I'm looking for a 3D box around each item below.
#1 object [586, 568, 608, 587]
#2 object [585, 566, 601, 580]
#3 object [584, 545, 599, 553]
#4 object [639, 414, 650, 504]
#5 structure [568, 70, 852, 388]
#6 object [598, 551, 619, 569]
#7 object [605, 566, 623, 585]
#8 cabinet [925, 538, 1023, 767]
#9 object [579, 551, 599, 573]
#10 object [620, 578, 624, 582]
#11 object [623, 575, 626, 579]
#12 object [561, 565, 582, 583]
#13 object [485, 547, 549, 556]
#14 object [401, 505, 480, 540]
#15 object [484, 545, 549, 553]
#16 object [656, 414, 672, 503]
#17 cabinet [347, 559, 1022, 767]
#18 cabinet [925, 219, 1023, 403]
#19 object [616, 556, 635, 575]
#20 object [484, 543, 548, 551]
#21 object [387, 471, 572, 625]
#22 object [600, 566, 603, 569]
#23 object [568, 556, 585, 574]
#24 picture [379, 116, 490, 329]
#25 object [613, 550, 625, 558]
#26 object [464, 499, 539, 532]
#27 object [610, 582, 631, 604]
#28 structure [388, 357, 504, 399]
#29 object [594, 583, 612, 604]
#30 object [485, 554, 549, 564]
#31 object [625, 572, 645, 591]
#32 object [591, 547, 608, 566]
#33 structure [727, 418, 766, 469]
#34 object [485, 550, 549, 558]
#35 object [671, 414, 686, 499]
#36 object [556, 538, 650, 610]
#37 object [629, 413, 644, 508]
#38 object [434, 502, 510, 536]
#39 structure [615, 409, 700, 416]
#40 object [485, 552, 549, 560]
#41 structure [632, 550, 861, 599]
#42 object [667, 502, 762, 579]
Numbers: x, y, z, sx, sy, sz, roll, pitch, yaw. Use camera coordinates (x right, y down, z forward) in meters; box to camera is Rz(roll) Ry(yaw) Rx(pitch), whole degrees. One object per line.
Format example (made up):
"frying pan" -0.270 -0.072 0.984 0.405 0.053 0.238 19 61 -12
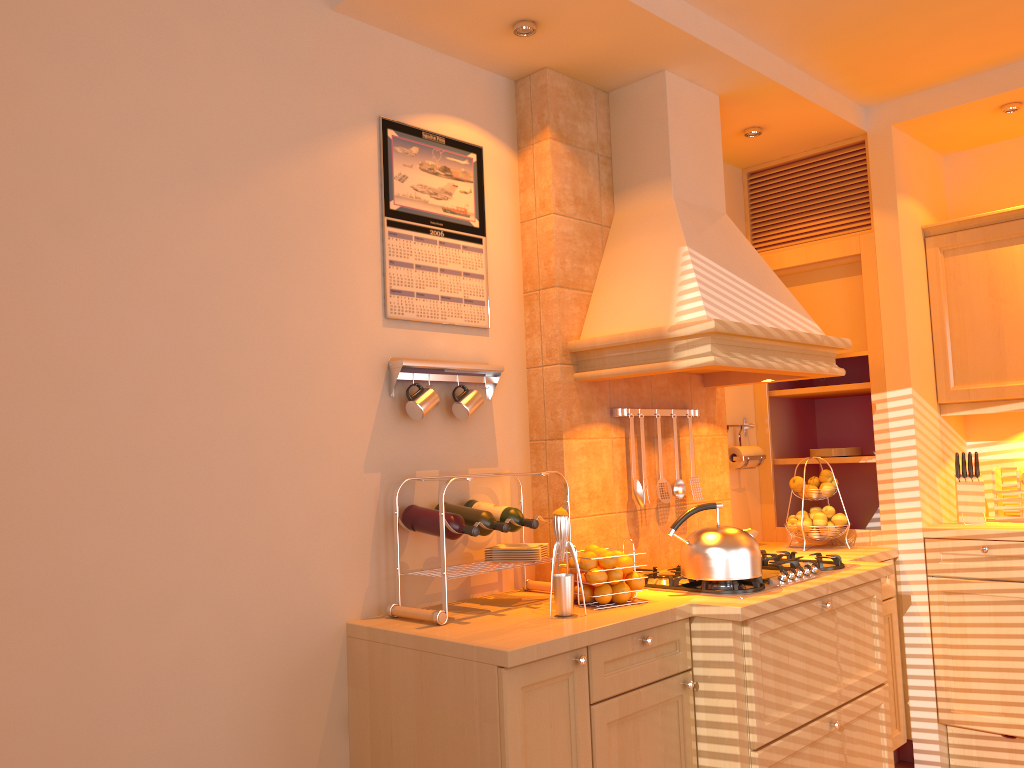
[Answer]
"object" 0.237 0.539 2.474 0.063 0.051 0.053 0 -5 -27
"object" 0.233 0.542 2.532 0.051 0.053 0.064 -3 -5 7
"object" 0.244 0.506 2.632 0.059 0.060 0.050 -3 -5 4
"object" 0.461 0.262 3.094 0.006 0.319 0.028 -7 -6 44
"structure" 2.198 -0.601 2.579 4.091 1.148 1.061 -4 -5 18
"object" 0.271 0.496 2.499 0.063 0.051 0.053 1 -6 -38
"object" 0.286 0.542 2.512 0.052 0.053 0.062 0 -5 -24
"cabinet" 2.898 0.558 2.662 3.000 1.700 0.625 -7 -6 44
"object" 0.218 0.502 2.500 0.057 0.060 0.052 -2 -5 -7
"object" 0.293 0.561 2.579 0.062 0.053 0.051 -3 -5 12
"object" 0.314 0.565 2.602 0.051 0.055 0.061 -1 -5 -16
"object" 0.172 0.552 2.579 0.053 0.055 0.060 2 -6 -42
"object" 0.017 0.503 2.649 0.172 0.011 0.163 -3 -5 14
"object" -0.194 0.383 2.455 0.282 0.095 0.076 -7 -6 44
"object" 0.016 0.497 2.650 0.172 0.011 0.163 -3 -5 14
"object" 0.536 0.265 3.163 0.017 0.320 0.090 -7 -6 44
"cabinet" 0.976 1.093 2.975 1.141 0.840 2.850 -7 -6 44
"cabinet" 2.536 -0.345 3.263 1.792 0.712 0.332 -7 -6 44
"object" 0.324 0.521 2.550 0.053 0.052 0.061 -4 -5 18
"object" 0.016 0.490 2.651 0.172 0.011 0.163 -3 -5 14
"object" -0.075 0.453 2.578 0.221 0.379 0.572 -7 -6 44
"object" 0.236 0.534 2.592 0.061 0.051 0.055 -2 -5 -1
"object" 0.191 0.520 2.545 0.053 0.051 0.063 2 -6 -40
"picture" -0.232 -0.487 2.750 0.009 0.605 0.417 -7 -6 44
"object" 0.306 0.515 2.606 0.063 0.053 0.051 -4 -5 17
"object" -0.031 0.389 2.620 0.282 0.095 0.076 -7 -6 44
"object" 0.302 0.593 2.520 0.074 0.063 0.064 -4 -5 25
"structure" -0.190 -0.018 2.692 0.069 0.118 0.405 -7 -7 44
"object" 0.255 0.586 2.481 0.052 0.057 0.060 -3 -5 6
"object" 0.017 0.523 2.648 0.172 0.011 0.163 -3 -5 14
"object" 0.353 0.566 2.543 0.052 0.054 0.061 -1 -5 -18
"object" 0.256 0.498 2.557 0.063 0.053 0.051 -3 -5 6
"structure" 0.985 0.254 3.813 0.126 0.220 0.320 -7 -6 44
"object" 0.017 0.510 2.649 0.172 0.011 0.163 -3 -5 14
"object" 0.591 0.264 3.243 0.037 0.309 0.077 -7 -6 44
"object" 0.259 0.542 2.564 0.207 0.174 0.189 0 -5 -30
"object" 0.428 0.262 3.045 0.028 0.323 0.055 -7 -6 44
"object" -0.112 0.386 2.538 0.282 0.095 0.076 -7 -6 44
"structure" 0.533 0.103 3.202 0.009 0.024 0.506 -7 -6 44
"object" 0.017 0.516 2.648 0.172 0.011 0.163 -3 -5 14
"structure" 0.755 0.619 2.967 0.494 0.051 0.797 -7 -6 44
"object" 0.631 0.469 2.706 0.242 0.215 0.251 -5 -5 32
